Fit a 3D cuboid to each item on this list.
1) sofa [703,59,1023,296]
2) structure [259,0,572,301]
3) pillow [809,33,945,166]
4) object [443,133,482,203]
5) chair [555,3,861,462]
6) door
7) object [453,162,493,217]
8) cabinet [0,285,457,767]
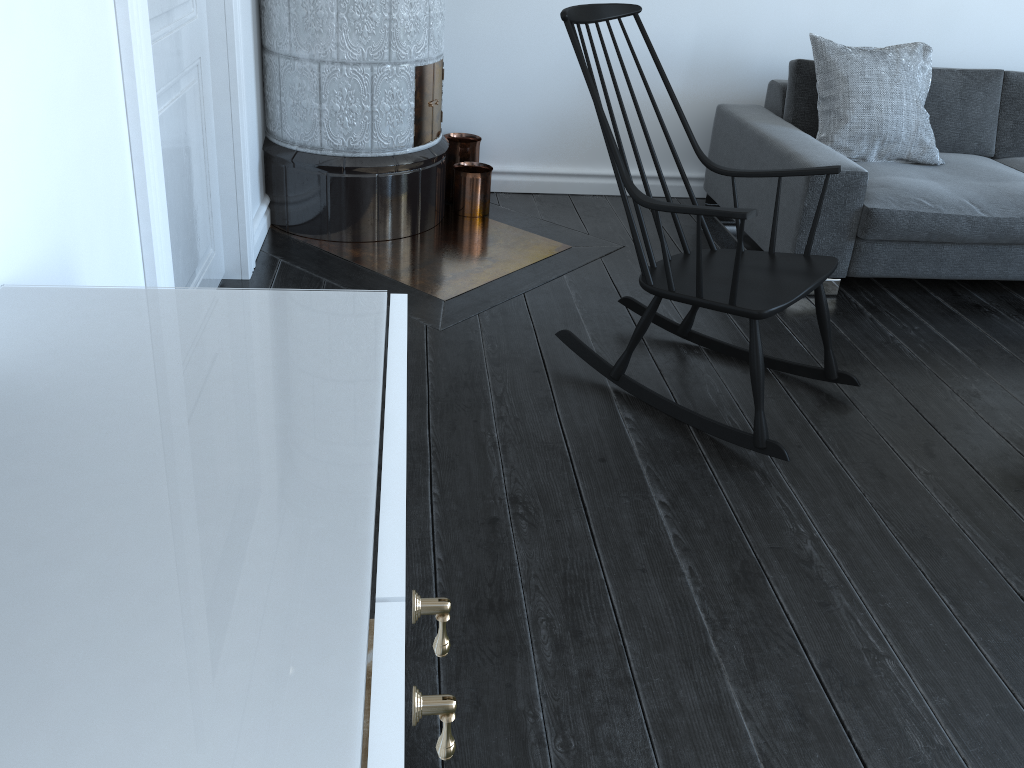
[{"bbox_3d":[2.132,-0.880,3.645,2.371,0.692,1.135,0,28,-7],"label":"sofa"},{"bbox_3d":[-0.383,-1.904,3.040,1.296,2.763,0.797,22,30,34],"label":"structure"},{"bbox_3d":[2.201,-1.140,3.657,2.054,0.471,0.501,2,27,-3],"label":"pillow"},{"bbox_3d":[-0.229,-0.964,3.937,0.173,0.268,0.184,1,26,-7],"label":"object"},{"bbox_3d":[0.522,-0.469,2.420,0.924,0.961,0.628,23,32,33],"label":"chair"},{"bbox_3d":[-0.833,-1.200,2.118,0.116,2.366,1.223,1,26,-7],"label":"door"},{"bbox_3d":[-0.173,-0.837,3.795,0.174,0.191,0.179,-4,28,-16],"label":"object"},{"bbox_3d":[-0.360,0.490,0.832,0.590,0.703,1.258,1,28,-7],"label":"cabinet"}]
